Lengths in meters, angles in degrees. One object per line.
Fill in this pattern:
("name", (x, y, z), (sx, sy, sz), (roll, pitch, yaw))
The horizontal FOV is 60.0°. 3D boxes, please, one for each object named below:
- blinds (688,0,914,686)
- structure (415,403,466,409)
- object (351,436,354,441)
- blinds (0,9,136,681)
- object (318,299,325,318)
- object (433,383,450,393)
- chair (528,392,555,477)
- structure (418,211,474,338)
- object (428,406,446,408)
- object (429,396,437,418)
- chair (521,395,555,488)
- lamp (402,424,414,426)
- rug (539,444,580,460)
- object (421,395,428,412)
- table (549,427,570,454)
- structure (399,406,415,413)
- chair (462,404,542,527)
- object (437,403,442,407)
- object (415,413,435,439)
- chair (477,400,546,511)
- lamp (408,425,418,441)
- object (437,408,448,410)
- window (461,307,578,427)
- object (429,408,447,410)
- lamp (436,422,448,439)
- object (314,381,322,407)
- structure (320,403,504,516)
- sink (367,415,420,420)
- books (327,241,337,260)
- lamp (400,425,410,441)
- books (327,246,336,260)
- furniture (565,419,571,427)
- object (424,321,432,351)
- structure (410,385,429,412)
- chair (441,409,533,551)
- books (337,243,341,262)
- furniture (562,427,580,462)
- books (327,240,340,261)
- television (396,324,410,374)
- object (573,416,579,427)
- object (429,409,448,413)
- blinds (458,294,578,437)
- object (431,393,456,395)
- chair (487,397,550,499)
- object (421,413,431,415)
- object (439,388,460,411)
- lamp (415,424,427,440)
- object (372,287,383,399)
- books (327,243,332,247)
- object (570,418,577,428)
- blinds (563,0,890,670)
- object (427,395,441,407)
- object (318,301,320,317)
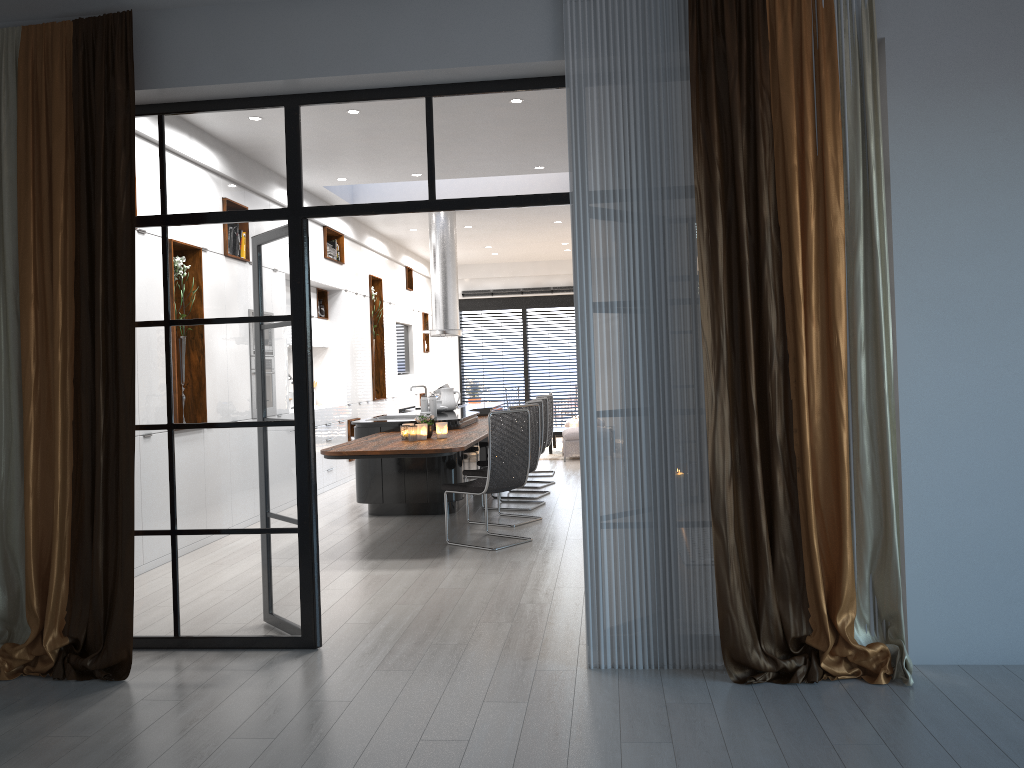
("blinds", (1.193, -0.301, 3.718), (0.810, 3.045, 0.255), (-2, -1, 7))
("structure", (-0.880, 0.272, 11.090), (0.502, 0.026, 0.812), (-2, 1, 6))
("object", (-2.122, 0.791, 11.319), (0.250, 0.323, 0.241), (-2, 0, 6))
("blinds", (-2.086, -0.194, 4.081), (0.810, 3.045, 0.255), (-2, -1, 5))
("object", (-2.393, -0.932, 11.010), (0.123, 0.231, 0.123), (-2, 0, 7))
("object", (-0.868, 0.100, 11.087), (0.249, 0.212, 0.256), (-2, 0, 42))
("chair", (0.242, 0.624, 11.058), (0.536, 1.018, 0.471), (-2, 0, 6))
("structure", (-0.851, -1.382, 11.113), (0.695, 1.609, 1.043), (-2, 0, 5))
("object", (-0.823, 0.254, 9.588), (0.229, 0.016, 0.229), (-2, 1, 3))
("object", (-0.759, 0.214, 8.522), (0.071, 0.219, 0.071), (-2, 0, 32))
("chair", (0.151, 0.643, 10.099), (0.536, 1.018, 0.471), (-2, 0, 26))
("lamp", (-0.828, 0.381, 7.085), (0.095, 0.124, 0.095), (-2, 0, 23))
("rug", (0.979, 1.046, 13.955), (1.623, 0.020, 2.520), (-2, 1, 6))
("object", (-0.842, 0.217, 8.522), (0.071, 0.219, 0.071), (-2, 0, -30))
("table", (1.109, 0.879, 13.886), (1.000, 0.350, 1.000), (-2, 1, 6))
("structure", (-1.796, 0.646, 14.403), (0.221, 0.516, 1.204), (-2, 1, 6))
("chair", (-0.089, 0.691, 7.760), (0.536, 1.018, 0.471), (-2, 0, 36))
("object", (-0.824, 0.234, 9.588), (0.138, 0.051, 0.138), (-2, 1, -14))
("object", (-0.693, 0.334, 7.137), (0.151, 0.206, 0.157), (-2, 0, 23))
("chair", (-0.010, 0.674, 8.575), (0.536, 1.018, 0.471), (-2, 0, 21))
("lamp", (-0.773, 0.385, 6.907), (0.078, 0.120, 0.078), (-2, 0, -11))
("object", (-0.822, 0.285, 9.588), (0.264, 0.033, 0.264), (-1, 1, 43))
("window", (3.278, -1.705, 17.147), (8.565, 5.062, 0.462), (-2, -1, 5))
("object", (-0.822, 0.279, 9.588), (0.264, 0.033, 0.264), (-1, 1, 43))
("lamp", (-0.562, 0.372, 7.100), (0.095, 0.124, 0.095), (-2, 0, 39))
("object", (-2.499, 0.118, 10.931), (0.221, 0.316, 0.330), (-2, 0, 6))
("structure", (-0.723, 0.758, 8.981), (1.377, 0.887, 5.641), (-2, 1, 6))
("sink", (-1.119, 0.403, 8.805), (0.485, 0.152, 0.738), (-2, 1, 6))
("books", (-2.250, -1.616, 10.885), (0.197, 0.268, 0.026), (-2, -1, 6))
("lamp", (-0.838, 0.386, 6.979), (0.078, 0.120, 0.078), (-2, 0, -11))
("books", (-2.287, -1.566, 10.675), (0.279, 0.137, 0.345), (-2, 1, 1))
("furniture", (1.249, 0.799, 15.080), (0.699, 0.460, 0.699), (-2, 1, 6))
("object", (-1.566, -0.896, 15.992), (0.480, 0.626, 0.315), (-2, 0, -3))
("structure", (-0.922, 0.170, 8.759), (0.177, 0.310, 0.089), (-2, 0, 6))
("chair", (-0.199, 0.710, 6.828), (0.536, 1.018, 0.471), (-2, 0, 41))
("books", (-2.241, -1.623, 11.047), (0.210, 0.267, 0.026), (-2, -1, 6))
("furniture", (1.075, 0.844, 12.773), (0.699, 0.460, 0.699), (-2, 1, 1))
("books", (-2.254, -1.626, 10.969), (0.253, 0.312, 0.030), (-2, -1, 6))
("television", (-1.829, -0.565, 14.412), (0.050, 0.805, 1.187), (-2, 0, 6))
("object", (1.256, 0.673, 15.028), (0.417, 0.355, 0.761), (-2, 1, 14))
("object", (-0.822, 0.292, 9.588), (0.264, 0.033, 0.264), (-1, 1, 43))
("blinds", (0.281, -0.332, 17.115), (2.584, 2.721, 0.358), (-2, 0, 6))
("object", (-0.857, 0.185, 11.088), (0.253, 0.147, 0.266), (-2, 1, -41))
("chair", (0.067, 0.660, 9.289), (0.536, 1.018, 0.471), (-2, 0, 21))
("object", (-0.816, 0.291, 8.373), (0.111, 0.023, 0.111), (-2, 1, 19))
("object", (-0.704, 0.172, 9.857), (0.211, 0.254, 0.183), (-2, 0, 40))
("lamp", (-0.714, 0.379, 7.001), (0.095, 0.124, 0.095), (-2, 0, -1))
("object", (-1.997, -0.592, 12.595), (0.322, 1.615, 0.323), (-2, -1, 32))
("books", (-2.313, -1.657, 10.657), (0.250, 0.047, 0.307), (-2, 1, 2))
("object", (0.951, 0.619, 13.773), (0.110, 0.183, 0.119), (-2, 0, 12))
("blinds", (0.920, -0.286, 3.849), (1.301, 3.069, 0.052), (-2, -1, 6))
("object", (-0.889, 0.213, 10.218), (0.211, 0.174, 0.211), (-2, 0, 13))
("object", (-2.415, -0.949, 10.817), (0.124, 0.275, 0.124), (-2, 0, -6))
